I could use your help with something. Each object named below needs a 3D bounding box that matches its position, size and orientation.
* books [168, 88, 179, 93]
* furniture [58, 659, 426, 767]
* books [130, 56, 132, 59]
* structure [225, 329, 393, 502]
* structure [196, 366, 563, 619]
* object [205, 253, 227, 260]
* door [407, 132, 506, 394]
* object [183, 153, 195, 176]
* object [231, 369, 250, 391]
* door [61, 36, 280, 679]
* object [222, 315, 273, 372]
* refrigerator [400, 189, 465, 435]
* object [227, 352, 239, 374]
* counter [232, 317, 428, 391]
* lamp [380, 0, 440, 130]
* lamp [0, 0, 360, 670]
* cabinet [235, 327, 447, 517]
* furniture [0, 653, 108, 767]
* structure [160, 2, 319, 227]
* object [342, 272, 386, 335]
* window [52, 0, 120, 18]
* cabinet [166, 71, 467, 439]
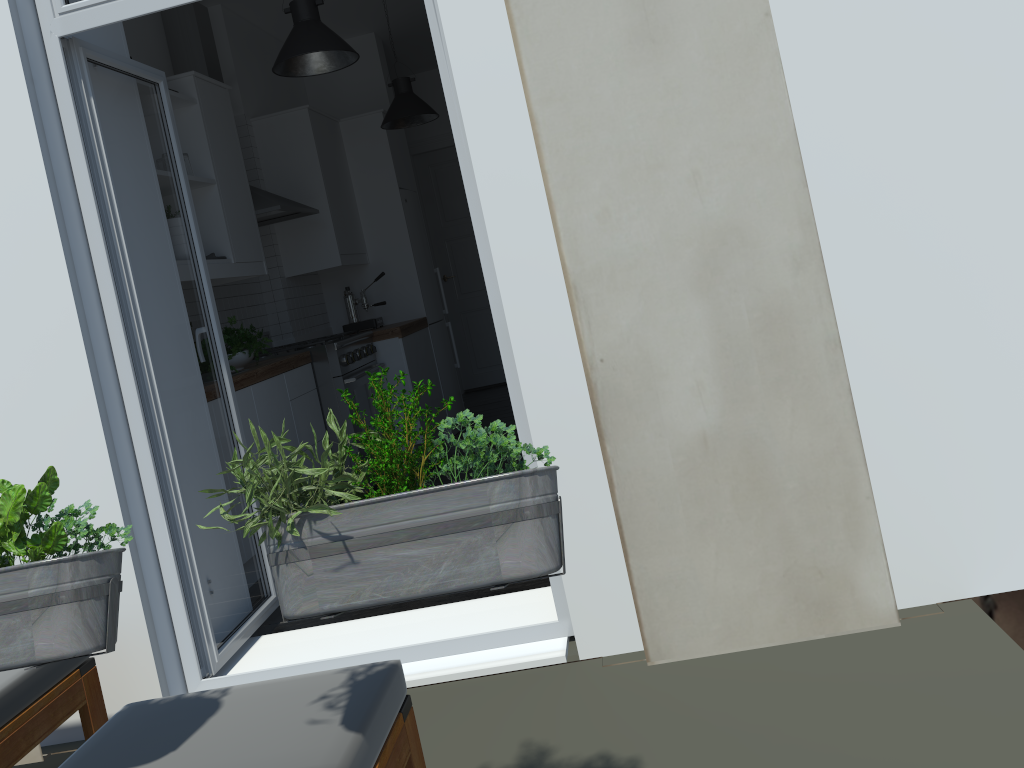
[{"bbox_3d":[-1.804,-1.386,4.206,0.273,0.016,0.345,-11,7,9],"label":"books"},{"bbox_3d":[-0.494,0.811,1.595,0.598,0.374,0.404,-12,4,7],"label":"furniture"},{"bbox_3d":[-1.858,-1.406,3.827,0.258,0.038,0.329,-11,7,10],"label":"books"},{"bbox_3d":[-1.130,0.153,5.151,0.720,1.017,0.706,-12,3,8],"label":"structure"},{"bbox_3d":[-0.209,0.167,1.418,0.572,0.377,0.293,-13,3,-3],"label":"structure"},{"bbox_3d":[-1.552,-0.595,4.286,0.276,0.042,0.247,-12,7,0],"label":"object"},{"bbox_3d":[-0.343,-1.196,8.474,1.038,2.469,0.116,-12,1,7],"label":"door"},{"bbox_3d":[-1.563,-1.031,4.185,0.085,0.119,0.087,-11,3,31],"label":"object"},{"bbox_3d":[-1.405,0.042,3.989,0.352,0.111,0.376,-11,7,8],"label":"object"},{"bbox_3d":[-1.120,-0.120,2.973,0.105,2.021,0.588,-12,1,3],"label":"door"},{"bbox_3d":[-1.362,-0.203,4.330,0.338,0.268,0.273,-12,4,-2],"label":"object"},{"bbox_3d":[-0.860,-0.490,6.566,0.679,1.797,0.579,-12,1,7],"label":"refrigerator"},{"bbox_3d":[-1.364,-0.053,3.952,0.286,0.306,0.468,-14,5,-19],"label":"object"},{"bbox_3d":[-1.185,-0.119,4.733,0.843,0.073,3.133,-11,7,8],"label":"counter"},{"bbox_3d":[-0.752,-2.137,5.640,0.383,0.937,0.389,-12,2,16],"label":"lamp"},{"bbox_3d":[-0.985,-0.927,2.725,0.491,2.501,2.727,-12,4,8],"label":"lamp"},{"bbox_3d":[-1.149,0.314,4.751,0.724,0.810,3.227,-11,7,16],"label":"cabinet"},{"bbox_3d":[-1.351,0.951,1.947,0.399,0.373,0.930,-12,6,8],"label":"furniture"},{"bbox_3d":[-1.608,-1.580,5.096,0.527,1.301,0.638,-12,2,8],"label":"structure"},{"bbox_3d":[-0.997,-0.552,6.002,0.352,0.369,0.207,-12,2,7],"label":"object"},{"bbox_3d":[-0.888,-1.503,2.610,1.176,0.656,0.106,-12,1,7],"label":"window"},{"bbox_3d":[-1.250,-0.499,5.055,0.776,2.360,3.835,-12,5,12],"label":"cabinet"}]
